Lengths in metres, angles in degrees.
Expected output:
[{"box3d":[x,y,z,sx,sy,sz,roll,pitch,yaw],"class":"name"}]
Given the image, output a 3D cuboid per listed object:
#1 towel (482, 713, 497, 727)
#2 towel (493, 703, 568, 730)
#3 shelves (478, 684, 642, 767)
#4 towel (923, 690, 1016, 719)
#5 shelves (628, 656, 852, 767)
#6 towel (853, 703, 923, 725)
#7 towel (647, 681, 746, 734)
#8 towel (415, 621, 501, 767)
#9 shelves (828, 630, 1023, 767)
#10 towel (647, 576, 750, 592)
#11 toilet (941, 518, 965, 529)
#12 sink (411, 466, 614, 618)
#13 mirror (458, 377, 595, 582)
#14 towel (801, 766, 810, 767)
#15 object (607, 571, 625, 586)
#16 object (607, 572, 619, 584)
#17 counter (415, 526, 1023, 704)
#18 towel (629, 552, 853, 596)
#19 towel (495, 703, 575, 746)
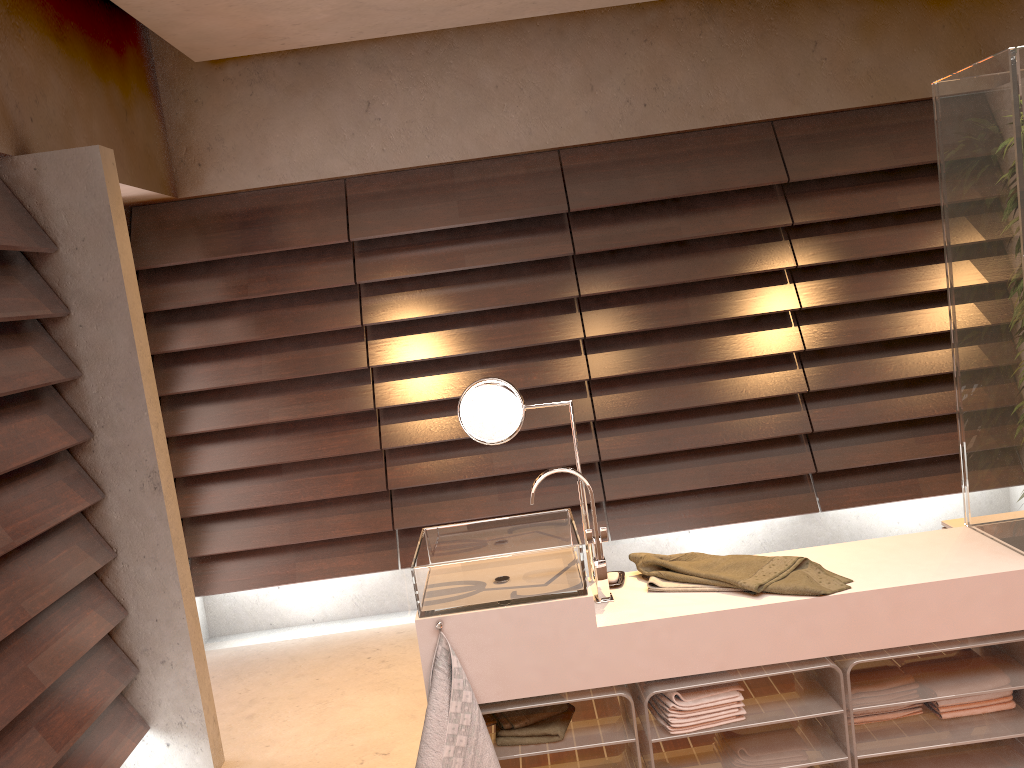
[{"box3d":[-0.056,0.858,2.378,0.180,0.040,0.196,-6,7,13],"class":"towel"},{"box3d":[0.031,0.843,2.318,0.192,0.062,0.192,-10,7,-21],"class":"towel"},{"box3d":[0.074,0.965,2.338,0.487,0.436,0.368,-8,7,0],"class":"shelves"},{"box3d":[1.178,0.788,2.364,0.221,0.098,0.220,-8,7,-1],"class":"towel"},{"box3d":[0.574,0.901,2.309,0.487,0.436,0.368,-8,7,-2],"class":"shelves"},{"box3d":[0.960,0.814,2.392,0.220,0.098,0.221,-8,7,-1],"class":"towel"},{"box3d":[0.453,0.776,2.243,0.221,0.098,0.220,-9,7,-11],"class":"towel"},{"box3d":[-0.142,0.860,2.087,0.252,0.598,0.121,-10,7,-16],"class":"towel"},{"box3d":[1.069,0.831,2.341,0.487,0.436,0.368,-8,7,0],"class":"shelves"},{"box3d":[0.560,0.492,2.312,0.394,0.027,0.202,-5,7,20],"class":"towel"},{"box3d":[1.626,0.651,2.732,0.357,0.400,0.468,-8,7,0],"class":"toilet"},{"box3d":[0.001,0.406,2.261,0.486,0.357,0.340,-8,7,0],"class":"sink"},{"box3d":[0.037,0.264,2.422,0.316,0.589,0.074,-7,7,2],"class":"mirror"},{"box3d":[0.666,0.975,2.385,0.221,0.098,0.220,-8,7,-1],"class":"towel"},{"box3d":[0.273,0.529,2.396,0.065,0.011,0.108,-6,7,13],"class":"object"},{"box3d":[0.271,0.522,2.395,0.035,0.016,0.066,-6,7,11],"class":"object"},{"box3d":[1.265,0.680,2.317,2.931,0.686,0.350,-8,7,0],"class":"counter"},{"box3d":[0.593,0.472,2.314,0.571,0.057,0.258,-2,9,41],"class":"towel"},{"box3d":[0.054,0.859,2.275,0.206,0.034,0.198,-7,7,9],"class":"towel"}]
